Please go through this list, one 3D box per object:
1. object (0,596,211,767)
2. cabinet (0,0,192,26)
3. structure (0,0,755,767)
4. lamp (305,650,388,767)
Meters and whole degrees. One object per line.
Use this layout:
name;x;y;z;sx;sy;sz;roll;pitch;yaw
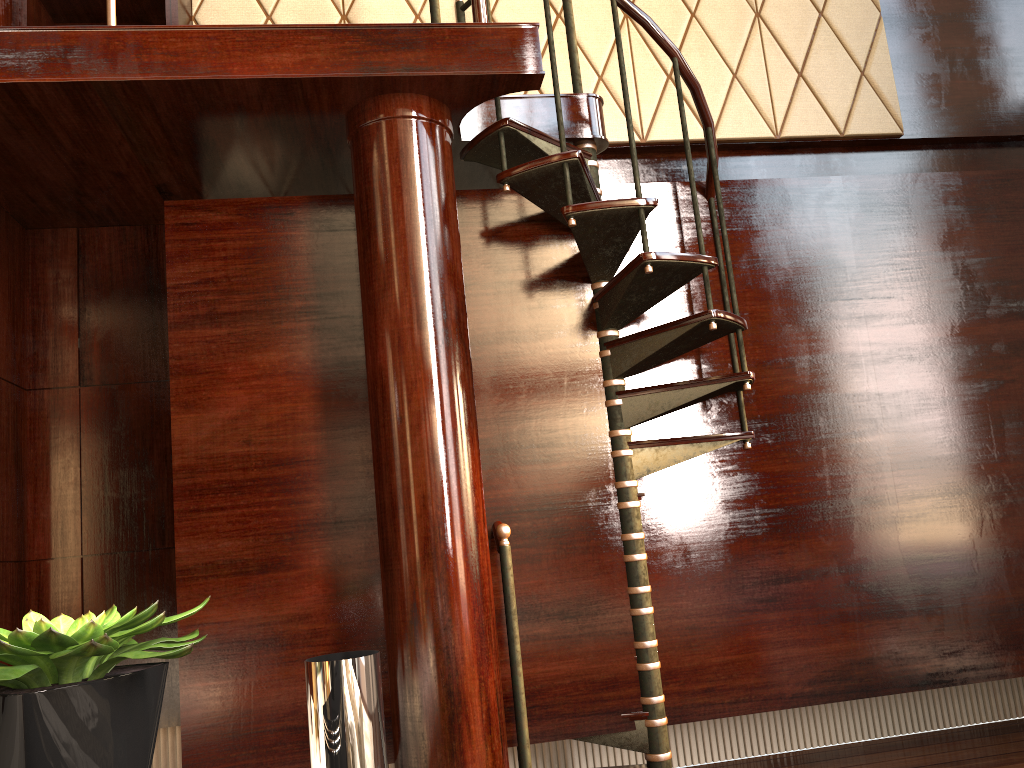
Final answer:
object;-0.373;0.289;0.734;0.241;0.205;0.256;-1;-11;-27
cabinet;-2.183;-2.367;0.574;2.576;2.432;6.767;-4;-10;-9
structure;-0.748;-0.577;0.436;3.750;3.189;6.107;-4;-10;-9
lamp;-0.202;0.541;1.116;0.109;0.385;0.106;-5;-10;-2
